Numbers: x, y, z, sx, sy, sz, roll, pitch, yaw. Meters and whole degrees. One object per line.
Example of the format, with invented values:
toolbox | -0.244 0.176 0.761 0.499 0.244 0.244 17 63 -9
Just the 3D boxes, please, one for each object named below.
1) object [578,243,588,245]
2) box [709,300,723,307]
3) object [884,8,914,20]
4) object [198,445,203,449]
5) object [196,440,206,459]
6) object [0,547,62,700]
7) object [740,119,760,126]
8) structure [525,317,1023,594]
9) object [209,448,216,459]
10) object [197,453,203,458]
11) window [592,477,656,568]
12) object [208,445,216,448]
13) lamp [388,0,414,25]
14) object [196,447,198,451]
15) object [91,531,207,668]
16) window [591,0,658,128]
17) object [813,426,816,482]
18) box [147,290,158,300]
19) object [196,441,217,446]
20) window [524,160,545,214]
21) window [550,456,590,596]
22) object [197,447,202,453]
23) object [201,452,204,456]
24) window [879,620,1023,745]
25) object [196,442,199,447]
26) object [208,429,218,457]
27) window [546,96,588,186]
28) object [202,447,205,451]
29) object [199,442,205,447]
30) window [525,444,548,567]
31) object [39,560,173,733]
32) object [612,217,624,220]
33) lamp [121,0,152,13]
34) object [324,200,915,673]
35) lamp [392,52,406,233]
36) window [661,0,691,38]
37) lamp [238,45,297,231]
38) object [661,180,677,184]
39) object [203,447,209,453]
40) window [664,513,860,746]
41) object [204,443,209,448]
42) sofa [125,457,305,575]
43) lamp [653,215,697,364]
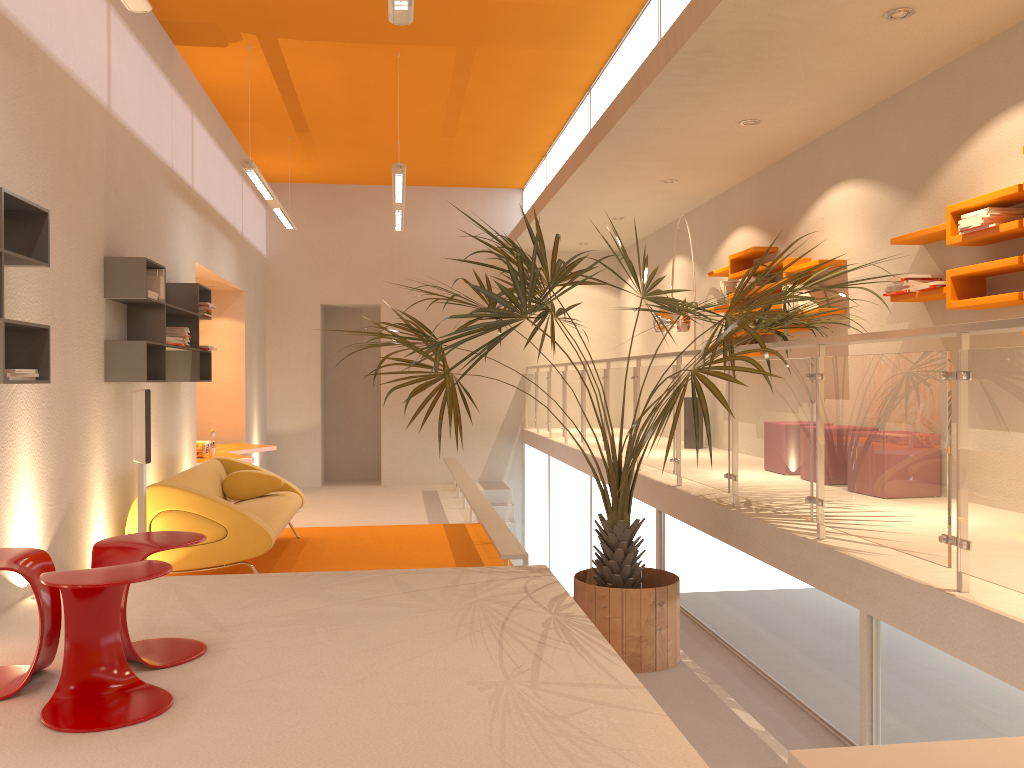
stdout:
object | 0.990 -1.966 12.312 0.143 0.059 0.143 0 0 -36
box | 2.035 -0.767 8.496 0.232 0.047 0.232 0 0 -7
object | 1.998 -1.929 4.577 0.143 0.059 0.143 0 0 -24
object | -3.032 0.612 8.632 0.053 0.051 0.063 0 0 -17
object | -3.101 0.636 8.639 0.207 0.174 0.189 0 0 -7
object | -1.830 0.833 3.106 0.420 0.450 0.391 0 0 -7
object | 1.746 -1.938 6.510 0.143 0.059 0.143 0 0 -36
structure | 0.992 0.226 7.457 0.195 0.900 11.050 0 0 -7
object | -2.891 0.670 8.555 0.060 0.106 0.060 0 0 25
object | -3.024 0.692 8.600 0.053 0.053 0.061 0 0 -18
window | 0.634 1.975 4.060 0.481 5.399 8.922 0 0 5
object | -3.351 0.695 9.549 0.250 0.049 0.349 0 0 -7
lamp | -0.342 -2.271 2.773 0.120 1.052 3.195 0 0 -7
object | -3.065 0.638 8.658 0.051 0.053 0.064 0 0 30
object | -1.404 0.830 3.440 0.391 0.450 0.420 0 0 23
window | 0.903 -2.474 7.391 0.006 0.660 2.241 0 0 -7
object | 2.271 0.485 6.151 0.390 0.377 0.390 0 0 -7
box | -2.453 -0.577 5.768 0.232 0.047 0.232 0 0 -7
object | -3.346 0.646 9.550 0.262 0.049 0.349 0 0 -7
window | 0.303 -2.496 11.993 0.006 0.660 1.894 0 0 -7
window | 0.621 2.765 9.714 0.006 3.760 2.311 0 0 -7
object | -3.027 0.641 8.590 0.053 0.055 0.060 0 0 -19
object | -3.039 0.693 8.659 0.061 0.053 0.053 0 0 -20
window | 1.008 2.388 1.326 0.993 4.599 4.234 0 0 24
object | -3.087 0.596 8.706 0.063 0.051 0.053 0 0 -15
object | -2.900 0.579 8.566 0.101 0.288 0.088 0 0 -37
window | 0.592 -2.485 9.778 0.006 0.660 2.494 0 0 -7
object | -3.046 0.639 8.713 0.063 0.051 0.053 0 0 -4
object | -3.039 0.600 8.685 0.057 0.060 0.052 0 0 16
window | 0.332 2.755 11.929 0.006 3.760 2.078 0 0 -7
object | -1.322 0.832 2.895 0.391 0.450 0.420 0 0 -37
object | 1.242 -1.956 10.377 0.143 0.059 0.143 0 0 -36
lamp | -1.561 -2.266 2.614 0.120 1.052 3.195 0 0 -7
object | 0.562 0.192 4.609 3.098 2.600 3.241 0 0 1
lamp | -1.142 -2.300 8.911 0.120 1.052 3.195 0 0 -7
window | 1.233 -2.462 4.855 0.006 0.660 2.794 0 0 -7
lamp | -2.360 -2.295 8.752 0.120 1.052 3.195 0 0 -7
object | 1.494 -1.947 8.443 0.143 0.059 0.143 0 0 -36
object | -3.299 0.696 9.198 0.262 0.049 0.349 0 0 -7
window | 0.807 0.784 2.830 0.908 1.393 6.719 0 0 12
object | -3.300 0.648 9.198 0.262 0.049 0.349 0 0 -7
sofa | -2.132 0.981 6.672 0.929 0.706 2.081 0 0 -7
lamp | 1.582 -0.460 8.333 0.315 2.259 2.077 0 0 15
